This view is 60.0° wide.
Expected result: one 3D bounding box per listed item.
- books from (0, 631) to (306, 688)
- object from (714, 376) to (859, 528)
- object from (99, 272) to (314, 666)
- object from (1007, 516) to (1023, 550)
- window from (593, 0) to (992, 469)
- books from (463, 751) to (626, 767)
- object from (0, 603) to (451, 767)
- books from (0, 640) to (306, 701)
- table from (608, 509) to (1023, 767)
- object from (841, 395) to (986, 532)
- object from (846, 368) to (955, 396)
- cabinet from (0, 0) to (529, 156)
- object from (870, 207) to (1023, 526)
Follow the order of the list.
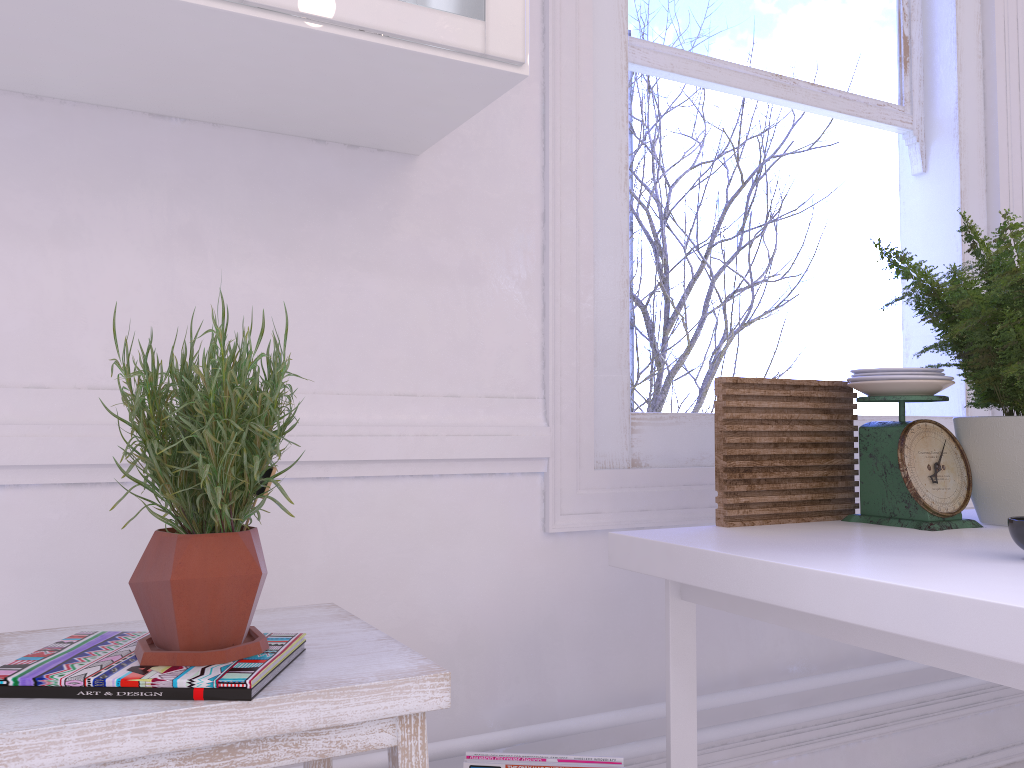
[{"bbox_3d":[-0.346,0.265,0.863,0.246,0.007,0.180,0,-3,2],"label":"books"},{"bbox_3d":[0.459,0.111,1.468,0.294,0.237,0.028,2,-3,-28],"label":"object"},{"bbox_3d":[-0.294,0.079,0.888,0.196,0.367,0.186,-1,-3,17],"label":"object"},{"bbox_3d":[0.624,0.182,1.032,0.082,0.048,0.079,-1,-3,22],"label":"object"},{"bbox_3d":[0.639,-0.708,2.091,1.234,1.782,0.181,2,-3,-28],"label":"window"},{"bbox_3d":[0.036,0.661,1.123,0.221,0.306,0.205,0,-3,5],"label":"books"},{"bbox_3d":[-0.282,0.547,0.846,0.418,0.534,0.599,2,-3,-28],"label":"object"},{"bbox_3d":[-0.346,0.274,0.862,0.246,0.011,0.180,0,-3,2],"label":"books"},{"bbox_3d":[0.983,0.532,1.333,1.514,0.619,0.736,2,-3,-28],"label":"table"},{"bbox_3d":[0.647,0.124,1.446,0.159,0.208,0.185,2,-3,-28],"label":"object"},{"bbox_3d":[0.638,-0.002,1.460,0.164,0.047,0.163,-1,-3,21],"label":"object"},{"bbox_3d":[-0.421,-1.062,1.161,0.823,1.311,0.425,2,-3,-28],"label":"cabinet"},{"bbox_3d":[0.829,-0.038,1.420,0.438,0.527,0.368,2,-3,-28],"label":"object"}]
